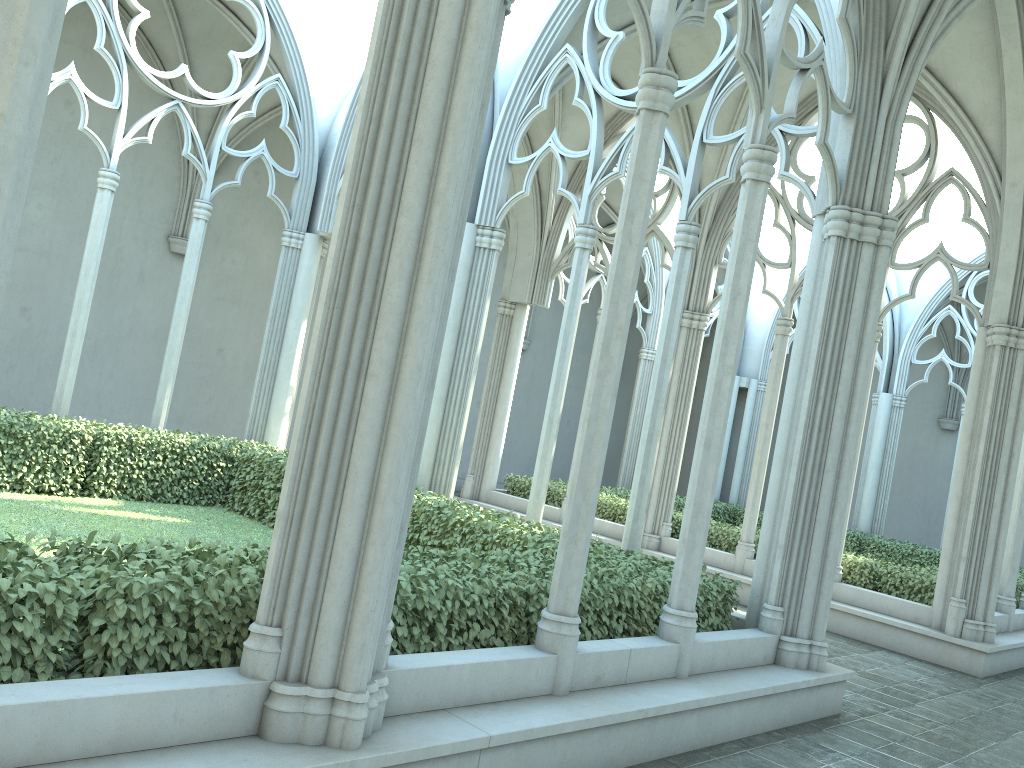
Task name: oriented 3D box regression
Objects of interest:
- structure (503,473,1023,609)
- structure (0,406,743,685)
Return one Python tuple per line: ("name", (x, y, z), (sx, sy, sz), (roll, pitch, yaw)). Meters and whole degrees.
("structure", (5.260, 3.096, 16.583), (7.995, 0.963, 8.018), (8, -4, 44))
("structure", (-3.635, 0.997, 7.247), (7.995, 0.963, 8.018), (8, -4, 44))
